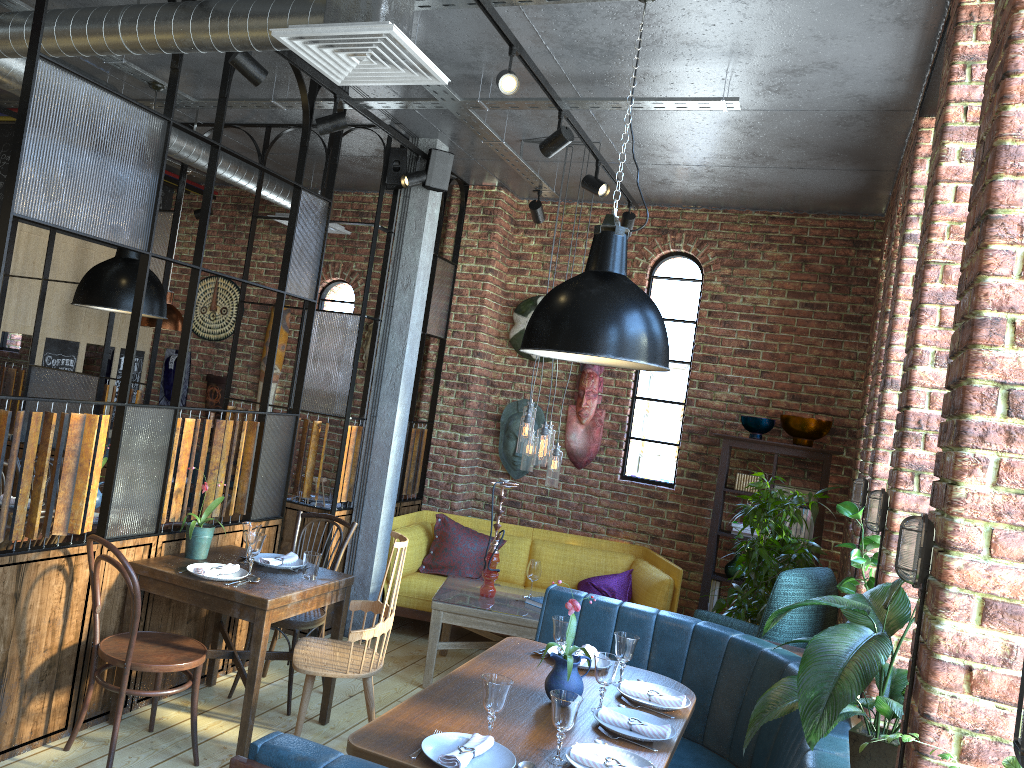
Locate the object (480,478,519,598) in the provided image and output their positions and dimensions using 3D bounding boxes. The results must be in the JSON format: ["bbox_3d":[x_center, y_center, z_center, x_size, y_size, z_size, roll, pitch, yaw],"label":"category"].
[{"bbox_3d":[-0.106,0.919,5.247,0.173,0.704,0.254,8,-2,12],"label":"object"}]

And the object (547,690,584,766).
[{"bbox_3d":[0.146,1.005,2.570,0.094,0.192,0.103,10,-2,-39],"label":"object"}]

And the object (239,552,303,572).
[{"bbox_3d":[-1.160,0.854,4.309,0.337,0.051,0.259,8,-1,25],"label":"object"}]

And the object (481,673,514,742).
[{"bbox_3d":[-0.058,0.976,2.629,0.094,0.192,0.103,10,-2,-39],"label":"object"}]

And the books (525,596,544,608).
[{"bbox_3d":[0.230,1.309,5.209,0.286,0.028,0.153,7,-2,45],"label":"books"}]

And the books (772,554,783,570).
[{"bbox_3d":[1.798,1.235,5.948,0.088,0.273,0.166,8,-2,20],"label":"books"}]

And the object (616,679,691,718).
[{"bbox_3d":[0.529,1.147,3.279,0.280,0.051,0.312,8,-1,24],"label":"object"}]

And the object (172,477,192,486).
[{"bbox_3d":[-2.820,0.798,7.355,0.337,0.051,0.259,8,-1,25],"label":"object"}]

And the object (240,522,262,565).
[{"bbox_3d":[-1.261,0.766,4.227,0.098,0.192,0.099,8,-2,-3],"label":"object"}]

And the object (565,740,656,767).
[{"bbox_3d":[0.296,1.098,2.570,0.280,0.051,0.312,8,-1,24],"label":"object"}]

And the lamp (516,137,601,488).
[{"bbox_3d":[0.175,-0.460,5.448,0.275,2.120,0.527,10,-3,-44],"label":"lamp"}]

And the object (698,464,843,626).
[{"bbox_3d":[1.485,1.250,5.166,0.727,1.529,0.857,8,-2,0],"label":"object"}]

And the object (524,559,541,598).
[{"bbox_3d":[0.128,1.197,5.405,0.087,0.228,0.095,9,-2,-31],"label":"object"}]

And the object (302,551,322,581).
[{"bbox_3d":[-0.935,0.847,4.102,0.086,0.119,0.082,8,-2,11],"label":"object"}]

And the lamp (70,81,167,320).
[{"bbox_3d":[-2.143,-1.067,5.052,0.553,1.327,0.505,7,-2,34],"label":"lamp"}]

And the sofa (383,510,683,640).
[{"bbox_3d":[0.089,1.451,6.245,2.020,0.763,0.780,8,-1,7],"label":"sofa"}]

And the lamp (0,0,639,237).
[{"bbox_3d":[-2.998,-1.733,4.573,6.484,0.274,6.977,8,-1,21],"label":"lamp"}]

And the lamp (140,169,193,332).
[{"bbox_3d":[-2.794,-1.112,7.298,0.377,1.335,0.359,8,-2,14],"label":"lamp"}]

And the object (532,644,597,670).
[{"bbox_3d":[0.262,1.115,3.633,0.337,0.051,0.259,8,-1,25],"label":"object"}]

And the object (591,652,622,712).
[{"bbox_3d":[0.318,1.040,3.055,0.094,0.192,0.103,10,-2,-39],"label":"object"}]

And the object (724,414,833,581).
[{"bbox_3d":[1.725,1.081,5.970,0.627,1.761,0.318,8,-2,17],"label":"object"}]

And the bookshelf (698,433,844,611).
[{"bbox_3d":[1.693,1.224,5.985,0.845,1.668,0.305,7,-2,23],"label":"bookshelf"}]

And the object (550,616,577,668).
[{"bbox_3d":[0.195,1.031,3.505,0.094,0.192,0.103,10,-2,-39],"label":"object"}]

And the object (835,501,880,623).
[{"bbox_3d":[1.436,0.813,3.392,0.405,0.663,0.487,7,-2,45],"label":"object"}]

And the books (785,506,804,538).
[{"bbox_3d":[1.885,0.950,5.950,0.128,0.258,0.157,8,-2,21],"label":"books"}]

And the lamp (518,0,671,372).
[{"bbox_3d":[0.379,-0.737,3.106,0.555,1.327,0.504,7,-2,39],"label":"lamp"}]

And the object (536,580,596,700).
[{"bbox_3d":[0.209,0.905,3.096,0.143,0.431,0.207,7,-2,40],"label":"object"}]

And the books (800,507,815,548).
[{"bbox_3d":[1.979,0.963,5.899,0.082,0.258,0.171,8,-2,20],"label":"books"}]

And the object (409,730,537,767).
[{"bbox_3d":[-0.106,1.038,2.473,0.337,0.051,0.259,8,-1,25],"label":"object"}]

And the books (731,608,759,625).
[{"bbox_3d":[1.614,1.605,5.963,0.314,0.088,0.235,8,-1,24],"label":"books"}]

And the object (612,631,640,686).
[{"bbox_3d":[0.429,1.063,3.393,0.094,0.192,0.103,10,-2,-39],"label":"object"}]

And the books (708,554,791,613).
[{"bbox_3d":[1.670,1.369,5.988,0.607,0.575,0.184,8,-2,21],"label":"books"}]

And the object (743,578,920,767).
[{"bbox_3d":[0.966,0.669,2.276,0.629,0.751,0.708,8,-2,20],"label":"object"}]

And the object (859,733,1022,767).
[{"bbox_3d":[0.682,0.751,1.199,0.440,0.483,0.439,7,-2,43],"label":"object"}]

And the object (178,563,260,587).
[{"bbox_3d":[-1.288,0.827,3.897,0.337,0.051,0.259,8,-1,25],"label":"object"}]

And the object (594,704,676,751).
[{"bbox_3d":[0.413,1.123,2.941,0.280,0.051,0.312,8,-1,24],"label":"object"}]

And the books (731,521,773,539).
[{"bbox_3d":[1.643,1.006,6.027,0.278,0.080,0.172,8,-1,22],"label":"books"}]

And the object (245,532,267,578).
[{"bbox_3d":[-1.174,0.774,3.989,0.095,0.192,0.101,9,-2,-21],"label":"object"}]

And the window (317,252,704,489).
[{"bbox_3d":[0.969,-0.108,4.090,3.367,2.430,8.708,9,-1,-15],"label":"window"}]

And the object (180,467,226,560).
[{"bbox_3d":[-1.467,0.618,4.218,0.199,0.427,0.145,9,-2,-35],"label":"object"}]
